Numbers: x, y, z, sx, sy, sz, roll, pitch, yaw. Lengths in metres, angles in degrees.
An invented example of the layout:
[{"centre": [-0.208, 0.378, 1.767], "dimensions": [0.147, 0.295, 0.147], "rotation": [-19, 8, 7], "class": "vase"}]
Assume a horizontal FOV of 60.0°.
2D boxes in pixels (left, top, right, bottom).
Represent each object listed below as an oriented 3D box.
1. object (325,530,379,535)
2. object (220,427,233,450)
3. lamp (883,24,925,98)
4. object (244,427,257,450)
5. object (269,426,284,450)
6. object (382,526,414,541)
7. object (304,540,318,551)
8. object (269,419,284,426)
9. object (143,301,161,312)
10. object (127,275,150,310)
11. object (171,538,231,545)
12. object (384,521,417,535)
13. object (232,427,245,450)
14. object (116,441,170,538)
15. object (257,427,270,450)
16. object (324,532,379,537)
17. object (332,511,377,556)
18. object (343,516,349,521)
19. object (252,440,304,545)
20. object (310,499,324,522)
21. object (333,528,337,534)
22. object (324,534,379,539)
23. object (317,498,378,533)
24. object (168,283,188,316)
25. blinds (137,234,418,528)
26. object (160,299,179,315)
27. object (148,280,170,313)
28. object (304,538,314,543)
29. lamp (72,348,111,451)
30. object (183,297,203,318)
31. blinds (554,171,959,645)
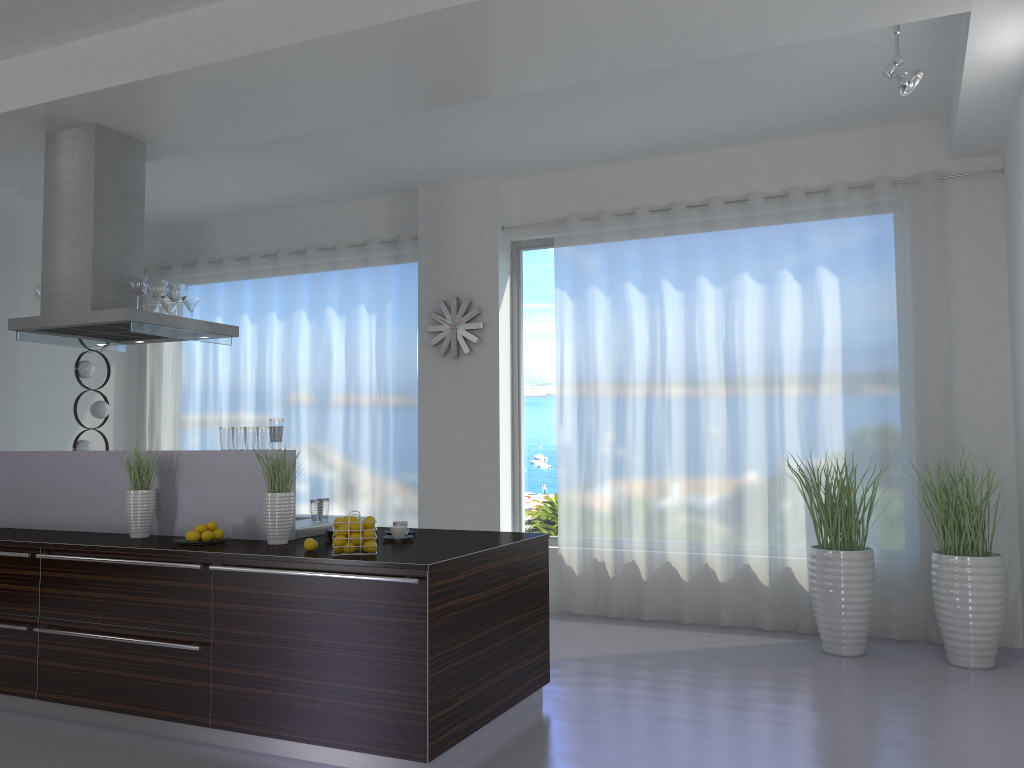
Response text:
[{"centre": [-0.807, 0.750, 4.471], "dimensions": [0.232, 0.020, 0.232], "rotation": [-2, -4, 28], "class": "object"}, {"centre": [-1.482, 0.285, 4.605], "dimensions": [0.072, 0.119, 0.071], "rotation": [1, -4, -16], "class": "object"}, {"centre": [1.901, -1.648, 4.314], "dimensions": [0.185, 0.511, 0.150], "rotation": [-2, -4, 24], "class": "lamp"}, {"centre": [-1.334, 0.279, 4.539], "dimensions": [0.071, 0.119, 0.072], "rotation": [1, -4, -26], "class": "object"}, {"centre": [-1.187, 0.274, 4.473], "dimensions": [0.071, 0.119, 0.072], "rotation": [1, -4, -26], "class": "object"}, {"centre": [-0.561, 0.738, 4.373], "dimensions": [0.153, 0.069, 0.153], "rotation": [0, -4, -2], "class": "object"}, {"centre": [-0.894, 0.718, 3.940], "dimensions": [0.063, 0.051, 0.053], "rotation": [-2, -4, 28], "class": "object"}, {"centre": [-1.188, 0.235, 4.475], "dimensions": [0.071, 0.119, 0.072], "rotation": [1, -4, -26], "class": "object"}, {"centre": [-2.401, -0.452, 5.901], "dimensions": [0.137, 0.174, 0.137], "rotation": [0, -4, -11], "class": "object"}, {"centre": [-2.199, -0.522, 5.219], "dimensions": [0.125, 0.221, 0.125], "rotation": [3, -5, -41], "class": "object"}, {"centre": [-1.506, 0.761, 4.298], "dimensions": [0.232, 0.020, 0.232], "rotation": [-3, -4, 33], "class": "object"}, {"centre": [-0.584, 0.756, 4.644], "dimensions": [0.153, 0.069, 0.153], "rotation": [2, -4, -32], "class": "object"}, {"centre": [-1.408, 0.282, 4.572], "dimensions": [0.071, 0.119, 0.072], "rotation": [1, -4, -26], "class": "object"}, {"centre": [-1.940, 0.541, 4.577], "dimensions": [0.269, 0.502, 0.247], "rotation": [-2, -4, 24], "class": "object"}, {"centre": [-1.261, 0.277, 4.506], "dimensions": [0.071, 0.119, 0.072], "rotation": [1, -4, -26], "class": "object"}, {"centre": [-0.807, 0.760, 4.471], "dimensions": [0.232, 0.020, 0.232], "rotation": [-3, -4, 33], "class": "object"}, {"centre": [-0.690, 0.650, 3.890], "dimensions": [0.189, 0.174, 0.207], "rotation": [0, -4, -11], "class": "object"}, {"centre": [-0.740, 0.619, 3.951], "dimensions": [0.052, 0.060, 0.057], "rotation": [-1, -4, 12], "class": "object"}, {"centre": [-1.119, 0.513, 4.235], "dimensions": [0.269, 0.502, 0.247], "rotation": [1, -4, -23], "class": "object"}, {"centre": [-1.054, 0.685, 4.793], "dimensions": [0.072, 0.119, 0.071], "rotation": [-2, -4, 24], "class": "object"}, {"centre": [-0.767, 0.658, 3.940], "dimensions": [0.053, 0.051, 0.063], "rotation": [0, -4, -7], "class": "object"}, {"centre": [-0.807, 0.770, 4.470], "dimensions": [0.232, 0.020, 0.232], "rotation": [-3, -4, 33], "class": "object"}, {"centre": [-0.931, 0.687, 4.618], "dimensions": [0.269, 0.147, 0.646], "rotation": [3, -5, -41], "class": "object"}, {"centre": [-2.074, -0.505, 5.496], "dimensions": [0.125, 0.221, 0.125], "rotation": [3, -5, -41], "class": "object"}, {"centre": [-2.267, 0.320, 8.143], "dimensions": [3.245, 3.112, 0.120], "rotation": [-2, -4, 24], "class": "blinds"}, {"centre": [-2.247, -0.459, 5.815], "dimensions": [0.137, 0.174, 0.137], "rotation": [0, -4, -11], "class": "object"}, {"centre": [-2.135, -0.513, 5.363], "dimensions": [0.125, 0.221, 0.125], "rotation": [3, -5, -41], "class": "object"}, {"centre": [-0.911, 0.722, 4.002], "dimensions": [0.053, 0.051, 0.063], "rotation": [0, -4, -7], "class": "object"}, {"centre": [-3.629, -0.454, 7.696], "dimensions": [0.180, 2.370, 0.367], "rotation": [-2, -4, 18], "class": "lamp"}, {"centre": [-2.074, -0.466, 5.737], "dimensions": [0.137, 0.174, 0.137], "rotation": [0, -4, -11], "class": "object"}, {"centre": [1.621, 0.176, 6.393], "dimensions": [2.830, 3.112, 0.120], "rotation": [-2, -4, 24], "class": "blinds"}]
